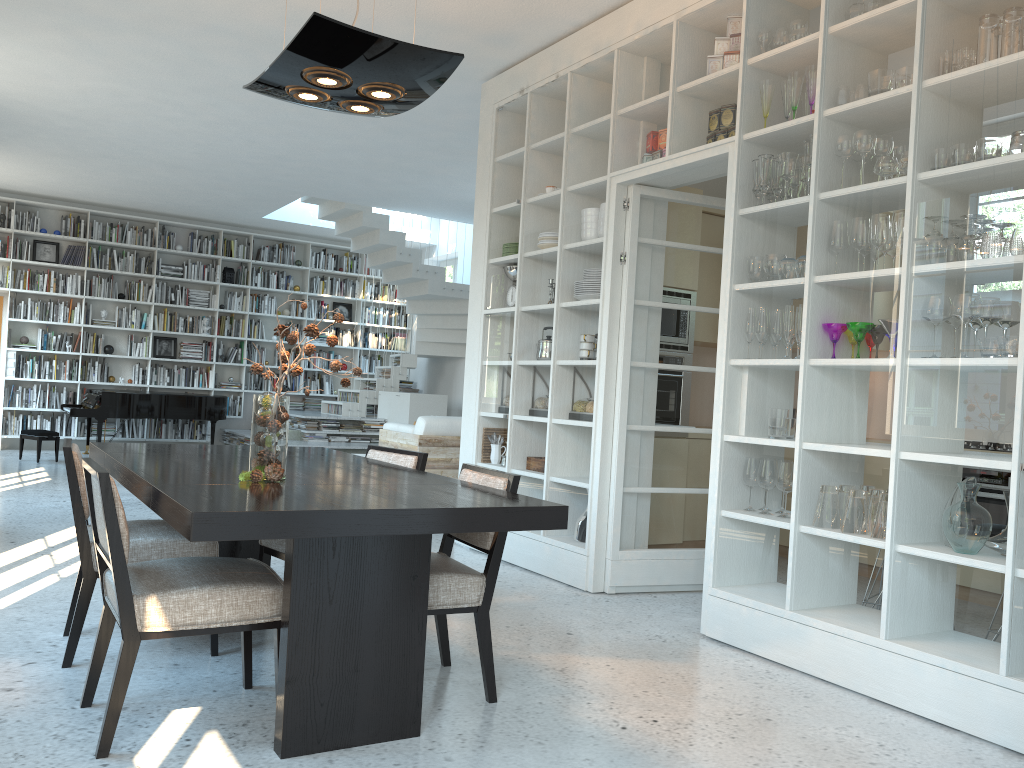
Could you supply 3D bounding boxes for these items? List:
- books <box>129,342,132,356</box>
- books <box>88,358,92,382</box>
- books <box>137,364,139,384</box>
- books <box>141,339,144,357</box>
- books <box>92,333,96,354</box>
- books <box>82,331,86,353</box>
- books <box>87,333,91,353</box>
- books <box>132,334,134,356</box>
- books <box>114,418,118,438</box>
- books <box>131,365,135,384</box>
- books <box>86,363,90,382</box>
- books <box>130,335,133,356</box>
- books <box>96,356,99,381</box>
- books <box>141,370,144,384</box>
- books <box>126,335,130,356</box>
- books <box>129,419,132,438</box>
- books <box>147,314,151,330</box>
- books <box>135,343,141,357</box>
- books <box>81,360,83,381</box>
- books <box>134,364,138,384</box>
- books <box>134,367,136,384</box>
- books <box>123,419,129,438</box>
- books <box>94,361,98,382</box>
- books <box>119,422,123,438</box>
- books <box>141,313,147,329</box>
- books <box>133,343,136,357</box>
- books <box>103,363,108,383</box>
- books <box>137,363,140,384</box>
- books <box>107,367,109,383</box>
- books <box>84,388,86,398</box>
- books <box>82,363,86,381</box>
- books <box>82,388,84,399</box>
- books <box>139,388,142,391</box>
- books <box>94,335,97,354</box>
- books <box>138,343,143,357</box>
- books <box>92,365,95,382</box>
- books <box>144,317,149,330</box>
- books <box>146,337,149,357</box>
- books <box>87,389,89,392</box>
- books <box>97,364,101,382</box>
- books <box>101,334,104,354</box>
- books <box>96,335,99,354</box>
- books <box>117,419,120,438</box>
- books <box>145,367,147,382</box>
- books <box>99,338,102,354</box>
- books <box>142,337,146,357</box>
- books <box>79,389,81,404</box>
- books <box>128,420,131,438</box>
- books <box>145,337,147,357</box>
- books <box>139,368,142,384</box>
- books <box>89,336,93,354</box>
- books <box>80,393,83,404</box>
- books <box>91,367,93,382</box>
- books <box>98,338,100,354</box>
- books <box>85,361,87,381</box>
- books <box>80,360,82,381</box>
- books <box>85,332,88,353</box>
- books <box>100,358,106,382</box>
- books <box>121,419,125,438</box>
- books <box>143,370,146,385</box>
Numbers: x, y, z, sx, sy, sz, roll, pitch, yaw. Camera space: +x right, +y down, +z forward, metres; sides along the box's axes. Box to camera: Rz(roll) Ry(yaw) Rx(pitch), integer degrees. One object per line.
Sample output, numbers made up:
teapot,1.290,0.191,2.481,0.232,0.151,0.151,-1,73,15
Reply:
books,-5.132,-0.463,11.901,0.025,0.186,0.154,3,0,-31
books,-5.547,-0.188,11.657,0.014,0.313,0.166,3,0,-31
books,-5.061,-0.137,11.970,0.010,0.277,0.155,3,0,-31
books,-4.997,-0.483,11.974,0.012,0.244,0.171,3,0,-31
books,-5.503,-0.533,11.656,0.026,0.274,0.190,3,0,-31
books,-5.609,-0.544,11.614,0.025,0.284,0.145,3,0,-31
books,-5.560,-0.531,11.642,0.036,0.263,0.166,3,0,-31
books,-5.108,-0.517,11.923,0.012,0.298,0.166,3,0,-31
books,-5.288,0.584,11.838,0.012,0.254,0.161,3,0,-31
books,-5.105,-0.128,11.939,0.012,0.254,0.161,3,0,-31
books,-5.573,-0.157,11.644,0.042,0.248,0.162,3,0,-31
books,-5.120,-0.515,11.920,0.011,0.291,0.155,3,0,-31
books,-5.485,-0.196,11.721,0.013,0.339,0.138,3,0,-31
books,-5.014,-0.092,12.009,0.031,0.194,0.142,3,0,-31
books,-5.147,-0.514,11.895,0.012,0.285,0.159,3,0,-31
books,-5.136,0.584,11.922,0.012,0.274,0.180,3,0,-31
books,-4.928,-0.833,12.028,0.026,0.217,0.126,3,0,-31
books,-5.052,-0.459,11.949,0.057,0.188,0.156,3,0,-31
books,-5.633,-0.179,11.610,0.013,0.283,0.146,3,0,-31
books,-5.070,-0.134,11.949,0.027,0.269,0.158,3,0,-31
books,-5.098,-0.113,11.953,0.015,0.225,0.148,3,0,-31
books,-5.183,0.591,11.906,0.062,0.253,0.177,3,0,-31
books,-5.490,-0.162,11.689,0.027,0.269,0.185,3,0,-31
books,-5.246,0.613,11.868,0.029,0.202,0.178,3,0,-31
books,-4.977,-0.842,11.974,0.060,0.227,0.179,3,0,-31
books,-5.097,-0.459,11.940,0.030,0.183,0.154,3,0,-31
books,-5.390,-0.151,11.750,0.027,0.261,0.163,3,0,-31
books,-5.048,-0.143,11.973,0.014,0.291,0.131,3,0,-31
books,-5.378,-0.126,11.775,0.023,0.212,0.160,3,0,-31
books,-5.621,0.194,11.640,0.013,0.288,0.160,3,0,-31
books,-5.614,-0.155,11.619,0.030,0.239,0.157,3,0,-31
books,-5.629,0.196,11.632,0.010,0.282,0.149,3,0,-31
books,-5.030,0.217,11.984,0.013,0.320,0.173,3,0,-31
books,-5.497,-0.516,11.684,0.014,0.244,0.153,3,0,-31
books,-5.020,-0.456,11.974,0.024,0.188,0.172,3,0,-31
books,-5.514,-0.137,11.679,0.021,0.215,0.172,3,0,-31
books,-4.950,-0.816,12.012,0.027,0.181,0.142,3,0,-31
books,-4.949,-0.499,12.003,0.021,0.281,0.162,3,0,-31
books,-5.580,0.204,11.674,0.026,0.273,0.146,3,0,-31
books,-5.466,-0.146,11.725,0.029,0.241,0.135,3,0,-31
books,-5.425,-0.523,11.736,0.028,0.266,0.144,3,0,-31
books,-5.487,-0.518,11.709,0.028,0.247,0.142,3,0,-31
books,-5.277,0.579,11.863,0.031,0.265,0.144,3,0,-31
books,-4.977,-0.113,12.045,0.019,0.242,0.107,3,0,-31
books,-5.443,-0.499,11.708,0.028,0.216,0.175,3,0,-31
books,-4.983,-0.495,11.990,0.027,0.269,0.178,3,0,-31
books,-5.670,0.202,11.616,0.023,0.266,0.134,3,0,-31
books,-5.151,0.604,11.923,0.011,0.232,0.174,3,0,-31
books,-4.962,-0.498,11.992,0.011,0.279,0.187,3,0,-31
books,-5.028,-0.107,11.977,0.029,0.221,0.153,3,0,-31
books,-5.537,-0.511,11.660,0.025,0.228,0.153,3,0,-31
books,-5.648,0.230,11.624,0.026,0.213,0.139,3,0,-31
books,-5.537,-0.128,11.671,0.024,0.196,0.156,3,0,-31
books,-5.461,-0.496,11.702,0.011,0.208,0.180,3,0,-31
books,-5.591,-0.171,11.623,0.012,0.272,0.181,3,0,-31
books,-5.649,-0.176,11.612,0.013,0.275,0.147,3,0,-31
books,-5.590,-0.538,11.632,0.026,0.275,0.154,3,0,-31
books,-5.421,-0.187,11.731,0.050,0.328,0.166,3,0,-31
books,-5.227,0.596,11.893,0.028,0.238,0.136,3,0,-31
books,-4.983,-0.094,12.012,0.024,0.201,0.158,3,0,-31
